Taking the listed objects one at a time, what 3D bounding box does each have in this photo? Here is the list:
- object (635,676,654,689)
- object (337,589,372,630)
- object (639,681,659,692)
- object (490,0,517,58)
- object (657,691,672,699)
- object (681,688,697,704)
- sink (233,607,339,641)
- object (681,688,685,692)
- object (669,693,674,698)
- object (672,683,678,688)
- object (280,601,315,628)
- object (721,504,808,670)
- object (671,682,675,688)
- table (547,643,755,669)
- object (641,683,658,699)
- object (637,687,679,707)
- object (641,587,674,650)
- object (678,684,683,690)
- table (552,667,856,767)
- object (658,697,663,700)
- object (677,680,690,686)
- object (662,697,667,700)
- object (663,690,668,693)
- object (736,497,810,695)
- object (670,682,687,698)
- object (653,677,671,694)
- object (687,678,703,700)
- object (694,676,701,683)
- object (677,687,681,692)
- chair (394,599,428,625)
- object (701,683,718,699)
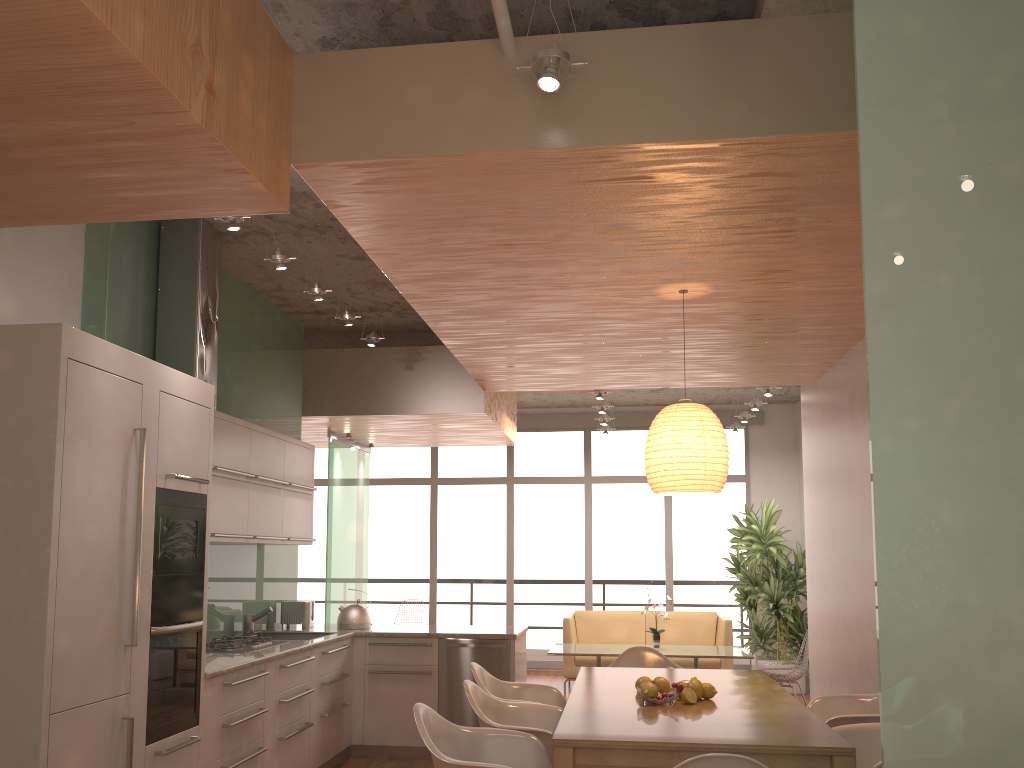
[{"bbox_3d":[0.626,1.426,4.189,0.078,0.076,0.081,1,-9,-7],"label":"object"},{"bbox_3d":[-1.215,1.730,6.798,0.263,0.302,0.264,-3,-9,24],"label":"object"},{"bbox_3d":[0.622,1.397,4.035,0.081,0.071,0.084,1,-9,-3],"label":"object"},{"bbox_3d":[-0.334,-1.582,0.772,0.135,0.110,4.536,-1,-11,7],"label":"object"},{"bbox_3d":[0.673,1.374,3.881,0.093,0.042,0.076,8,-12,-36],"label":"object"},{"bbox_3d":[0.772,1.365,3.866,0.064,0.068,0.074,-8,-12,44],"label":"object"},{"bbox_3d":[-1.593,1.739,6.129,0.617,0.378,0.650,-1,-10,7],"label":"sink"},{"bbox_3d":[0.771,1.374,3.947,0.026,0.026,0.024,-1,-8,7],"label":"object"},{"bbox_3d":[0.697,1.361,3.848,0.026,0.026,0.023,-3,-9,20],"label":"object"},{"bbox_3d":[0.736,1.363,3.988,0.026,0.026,0.024,-7,-11,39],"label":"object"},{"bbox_3d":[-1.659,1.791,6.861,0.237,0.200,0.155,-1,-8,8],"label":"object"},{"bbox_3d":[3.048,2.436,10.357,1.085,2.083,0.972,-3,-7,25],"label":"object"},{"bbox_3d":[0.738,1.371,4.016,0.025,0.026,0.026,4,-9,-25],"label":"object"},{"bbox_3d":[1.313,2.838,8.493,1.872,0.554,0.951,-1,-10,8],"label":"table"},{"bbox_3d":[0.603,1.344,3.856,0.082,0.071,0.081,3,-9,-16],"label":"object"},{"bbox_3d":[0.634,1.367,3.855,0.174,0.060,0.176,-1,-11,7],"label":"object"},{"bbox_3d":[1.394,2.263,8.510,0.298,0.583,0.375,0,-7,2],"label":"object"},{"bbox_3d":[0.755,1.357,3.957,0.024,0.026,0.026,2,-9,-12],"label":"object"},{"bbox_3d":[0.781,1.838,4.026,1.027,0.800,2.098,-1,-10,7],"label":"table"},{"bbox_3d":[0.647,1.375,3.843,0.026,0.025,0.026,-5,-10,31],"label":"object"},{"bbox_3d":[0.777,1.356,4.003,0.070,0.021,0.065,7,-12,-32],"label":"object"},{"bbox_3d":[0.663,1.372,3.826,0.025,0.026,0.026,-6,-10,36],"label":"object"},{"bbox_3d":[0.714,1.430,4.089,0.026,0.026,0.024,-1,-8,7],"label":"object"},{"bbox_3d":[2.977,2.305,9.688,0.970,2.083,1.088,-2,-7,20],"label":"object"},{"bbox_3d":[0.778,1.395,4.019,0.084,0.074,0.079,5,-10,-29],"label":"object"},{"bbox_3d":[0.706,1.421,4.164,0.078,0.077,0.081,3,-9,-17],"label":"object"},{"bbox_3d":[0.821,1.368,3.961,0.074,0.093,0.076,-2,-8,15],"label":"object"},{"bbox_3d":[0.842,1.394,4.049,0.073,0.099,0.074,-7,-10,42],"label":"object"},{"bbox_3d":[0.753,1.372,3.968,0.024,0.026,0.026,2,-9,-12],"label":"object"},{"bbox_3d":[-1.310,3.172,11.103,0.544,0.891,0.567,-1,-7,7],"label":"chair"},{"bbox_3d":[0.880,1.390,3.997,0.081,0.071,0.084,1,-9,-3],"label":"object"}]
